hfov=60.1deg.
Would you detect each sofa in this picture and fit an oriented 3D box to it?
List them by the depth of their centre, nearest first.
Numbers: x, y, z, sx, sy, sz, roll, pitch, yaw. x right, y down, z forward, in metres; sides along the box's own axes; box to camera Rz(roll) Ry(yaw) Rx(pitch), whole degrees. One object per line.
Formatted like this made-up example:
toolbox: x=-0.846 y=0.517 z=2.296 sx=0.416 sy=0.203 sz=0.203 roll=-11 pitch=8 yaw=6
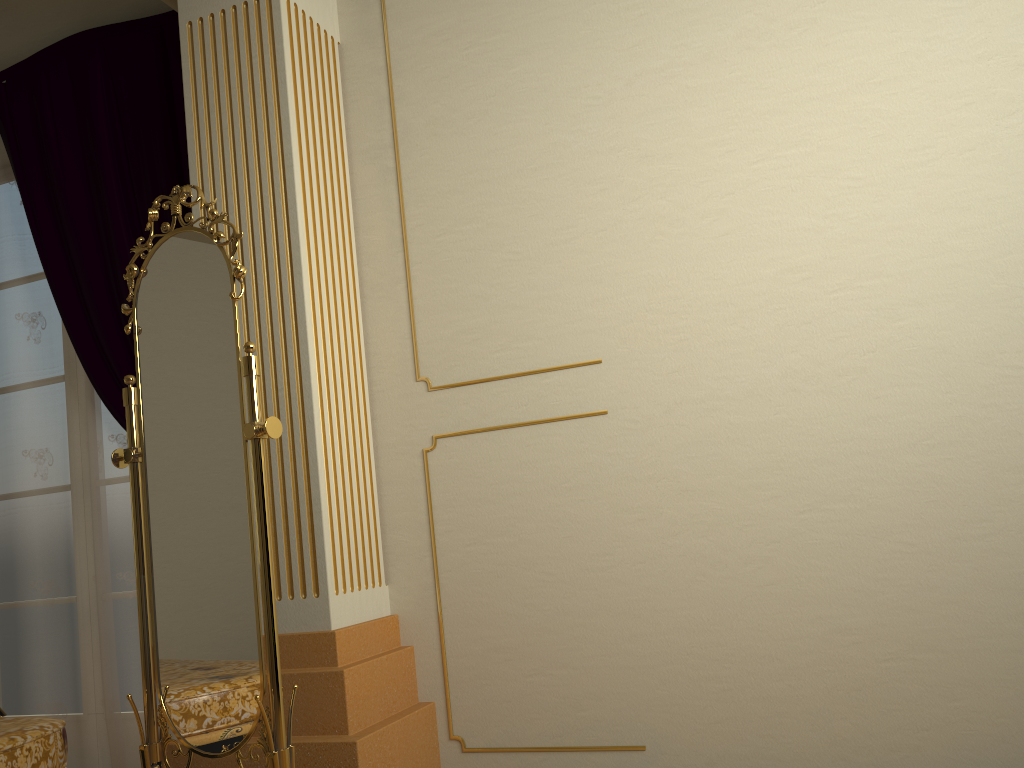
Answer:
sofa: x=-1.997 y=0.912 z=2.207 sx=1.899 sy=0.865 sz=0.697 roll=-9 pitch=-8 yaw=20

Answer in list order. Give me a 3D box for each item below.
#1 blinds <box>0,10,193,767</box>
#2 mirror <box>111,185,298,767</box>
blinds: x=-1.814 y=0.166 z=3.217 sx=2.243 sy=2.633 sz=0.340 roll=-9 pitch=-6 yaw=21
mirror: x=-0.740 y=0.345 z=2.091 sx=0.544 sy=1.687 sz=0.243 roll=-9 pitch=-6 yaw=30
